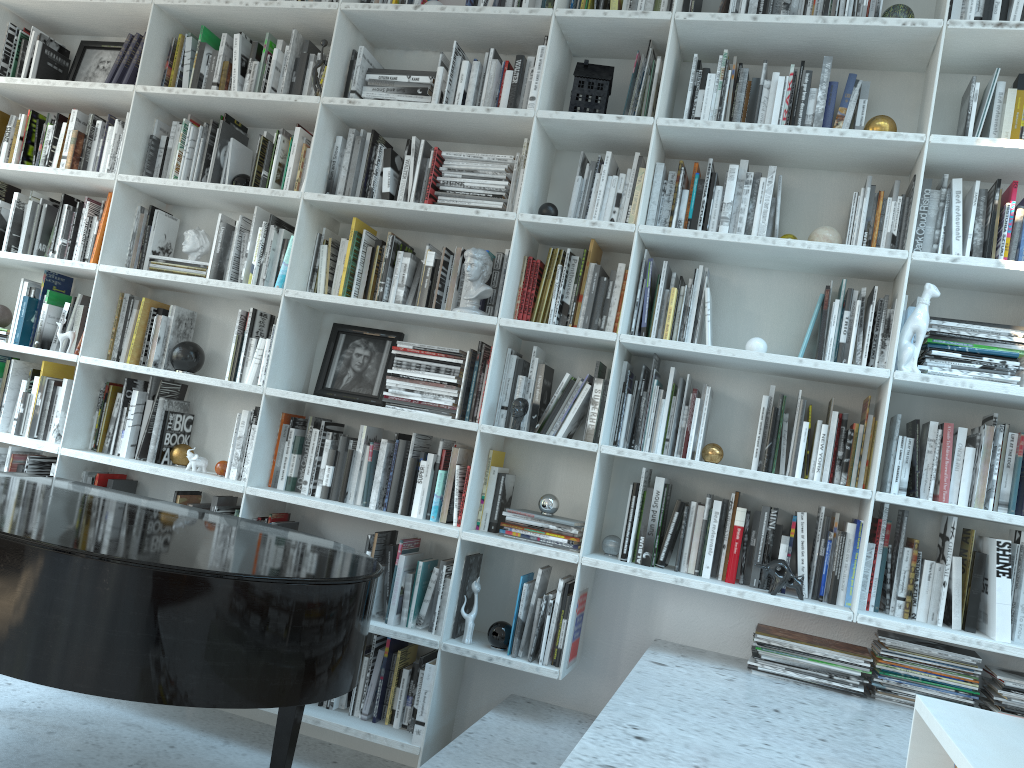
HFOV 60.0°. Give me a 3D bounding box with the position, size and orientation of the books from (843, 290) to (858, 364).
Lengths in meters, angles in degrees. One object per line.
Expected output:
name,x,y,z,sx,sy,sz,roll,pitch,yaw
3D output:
books,1.101,-0.164,2.908,0.015,0.259,0.152,9,-4,17

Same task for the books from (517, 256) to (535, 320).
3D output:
books,0.064,-0.322,3.235,0.015,0.255,0.151,9,-4,17

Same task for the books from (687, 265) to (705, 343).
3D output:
books,0.635,-0.250,3.056,0.013,0.287,0.159,9,-4,17

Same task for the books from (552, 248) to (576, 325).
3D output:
books,0.192,-0.322,3.180,0.019,0.294,0.164,9,-4,17

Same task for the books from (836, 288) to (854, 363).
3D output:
books,1.086,-0.168,2.912,0.018,0.263,0.165,9,-4,17

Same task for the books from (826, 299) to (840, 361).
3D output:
books,1.048,-0.152,2.919,0.013,0.219,0.187,9,-4,17

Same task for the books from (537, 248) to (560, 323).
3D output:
books,0.145,-0.329,3.192,0.035,0.293,0.145,9,-4,17

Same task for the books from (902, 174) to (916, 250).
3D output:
books,1.279,-0.518,2.888,0.005,0.277,0.182,9,-4,17

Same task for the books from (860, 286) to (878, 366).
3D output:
books,1.151,-0.164,2.880,0.012,0.273,0.184,9,-4,17

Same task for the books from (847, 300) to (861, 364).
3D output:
books,1.109,-0.145,2.896,0.012,0.224,0.178,9,-4,17

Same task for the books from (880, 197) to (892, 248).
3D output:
books,1.217,-0.488,2.917,0.013,0.202,0.173,9,-4,17

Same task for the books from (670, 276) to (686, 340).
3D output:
books,0.574,-0.237,3.071,0.008,0.242,0.169,9,-4,17

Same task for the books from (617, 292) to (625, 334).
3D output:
books,0.414,-0.274,3.131,0.033,0.268,0.142,9,-4,17

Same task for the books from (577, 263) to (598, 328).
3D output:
books,0.281,-0.287,3.160,0.033,0.253,0.175,9,-4,17

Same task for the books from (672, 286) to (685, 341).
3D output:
books,0.581,-0.219,3.067,0.014,0.209,0.156,9,-4,17

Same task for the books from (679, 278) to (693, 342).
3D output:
books,0.607,-0.231,3.065,0.017,0.242,0.132,9,-4,17

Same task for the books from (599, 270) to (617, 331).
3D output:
books,0.350,-0.269,3.142,0.028,0.239,0.145,9,-4,17

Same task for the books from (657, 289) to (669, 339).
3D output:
books,0.530,-0.218,3.080,0.014,0.192,0.147,9,-4,17

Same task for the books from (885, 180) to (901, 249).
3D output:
books,1.233,-0.514,2.905,0.016,0.256,0.176,9,-4,17

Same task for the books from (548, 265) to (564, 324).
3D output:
books,0.172,-0.294,3.186,0.015,0.231,0.180,9,-4,17

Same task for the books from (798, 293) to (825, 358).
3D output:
books,0.989,-0.170,2.952,0.056,0.241,0.153,9,-4,17

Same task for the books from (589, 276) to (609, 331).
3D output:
books,0.318,-0.258,3.129,0.034,0.204,0.181,9,-4,17

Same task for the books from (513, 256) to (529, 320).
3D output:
books,0.049,-0.323,3.238,0.014,0.254,0.161,9,-4,17

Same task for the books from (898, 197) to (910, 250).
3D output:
books,1.266,-0.483,2.895,0.012,0.206,0.169,9,-4,17

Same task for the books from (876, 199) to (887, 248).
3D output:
books,1.209,-0.491,2.931,0.012,0.206,0.137,9,-4,17

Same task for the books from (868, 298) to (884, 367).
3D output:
books,1.178,-0.144,2.892,0.013,0.244,0.159,9,-4,17

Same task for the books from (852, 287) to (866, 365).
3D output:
books,1.136,-0.166,2.907,0.032,0.274,0.154,9,-4,17

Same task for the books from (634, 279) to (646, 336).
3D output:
books,0.458,-0.243,3.105,0.015,0.220,0.155,9,-4,17

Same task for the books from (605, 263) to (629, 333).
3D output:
books,0.374,-0.280,3.131,0.032,0.266,0.143,9,-4,17

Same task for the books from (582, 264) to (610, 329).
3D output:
books,0.296,-0.281,3.129,0.027,0.242,0.189,9,-4,17

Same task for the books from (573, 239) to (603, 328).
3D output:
books,0.271,-0.332,3.165,0.021,0.337,0.169,9,-4,17

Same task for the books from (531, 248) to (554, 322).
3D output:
books,0.122,-0.333,3.203,0.035,0.293,0.145,9,-4,17

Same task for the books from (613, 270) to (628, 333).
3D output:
books,0.394,-0.266,3.139,0.019,0.247,0.149,9,-4,17

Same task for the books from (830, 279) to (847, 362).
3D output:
books,1.071,-0.186,2.933,0.013,0.295,0.154,9,-4,17

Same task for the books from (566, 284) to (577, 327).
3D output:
books,0.232,-0.257,3.189,0.030,0.181,0.131,9,-4,17

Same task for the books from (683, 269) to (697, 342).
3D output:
books,0.617,-0.244,3.054,0.006,0.270,0.178,9,-4,17

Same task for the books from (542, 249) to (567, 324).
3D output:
books,0.161,-0.326,3.202,0.035,0.293,0.145,9,-4,17

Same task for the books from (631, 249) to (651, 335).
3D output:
books,0.453,-0.295,3.098,0.006,0.318,0.164,9,-4,17

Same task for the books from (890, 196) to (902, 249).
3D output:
books,1.241,-0.487,2.898,0.013,0.204,0.174,9,-4,17

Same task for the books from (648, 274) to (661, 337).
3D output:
books,0.503,-0.248,3.103,0.007,0.244,0.146,9,-4,17

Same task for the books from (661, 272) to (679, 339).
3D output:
books,0.550,-0.247,3.083,0.013,0.255,0.144,9,-4,17

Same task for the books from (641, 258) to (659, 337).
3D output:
books,0.481,-0.275,3.092,0.035,0.287,0.191,9,-4,17

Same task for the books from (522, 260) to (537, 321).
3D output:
books,0.079,-0.314,3.229,0.014,0.244,0.145,9,-4,17

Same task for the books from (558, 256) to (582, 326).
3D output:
books,0.216,-0.309,3.196,0.035,0.278,0.139,9,-4,17

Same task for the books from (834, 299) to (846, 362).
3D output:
books,1.075,-0.152,2.929,0.007,0.229,0.147,9,-4,17

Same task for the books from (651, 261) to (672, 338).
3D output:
books,0.518,-0.266,3.064,0.013,0.279,0.192,9,-4,17

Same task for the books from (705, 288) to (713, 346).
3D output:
books,0.672,-0.205,3.020,0.051,0.210,0.177,9,-4,17

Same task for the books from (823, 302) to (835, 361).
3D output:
books,1.038,-0.149,2.921,0.006,0.209,0.188,9,-4,17

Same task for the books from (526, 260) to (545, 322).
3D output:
books,0.097,-0.312,3.235,0.013,0.246,0.177,9,-4,17

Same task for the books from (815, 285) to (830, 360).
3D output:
books,1.025,-0.178,2.935,0.021,0.264,0.174,9,-4,17

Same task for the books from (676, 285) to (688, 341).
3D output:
books,0.589,-0.219,3.056,0.007,0.211,0.158,9,-4,17

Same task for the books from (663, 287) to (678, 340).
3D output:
books,0.551,-0.217,3.048,0.017,0.192,0.191,9,-4,17

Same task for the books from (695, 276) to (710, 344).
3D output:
books,0.655,-0.229,3.056,0.007,0.254,0.161,9,-4,17

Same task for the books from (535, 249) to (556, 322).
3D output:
books,0.137,-0.329,3.210,0.035,0.293,0.145,9,-4,17

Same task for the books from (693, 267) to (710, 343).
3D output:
books,0.658,-0.250,3.093,0.011,0.300,0.089,9,-4,17

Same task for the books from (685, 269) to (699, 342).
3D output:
books,0.625,-0.245,3.058,0.006,0.273,0.167,9,-4,17

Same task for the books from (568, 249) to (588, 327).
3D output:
books,0.250,-0.314,3.149,0.019,0.293,0.182,9,-4,17
